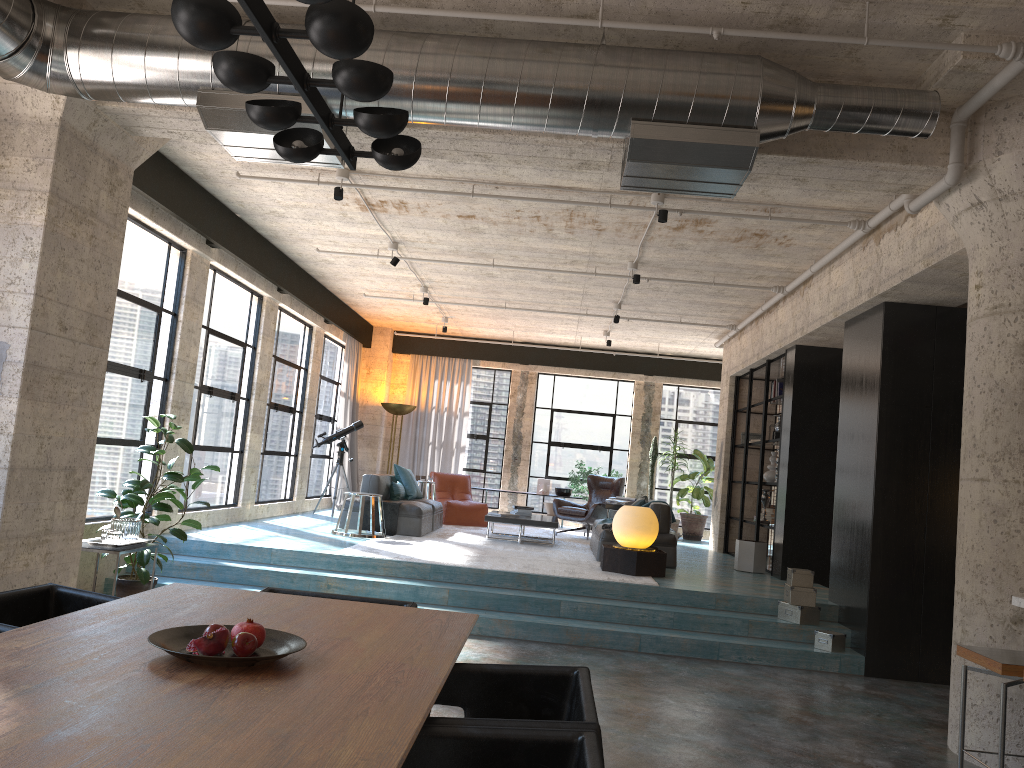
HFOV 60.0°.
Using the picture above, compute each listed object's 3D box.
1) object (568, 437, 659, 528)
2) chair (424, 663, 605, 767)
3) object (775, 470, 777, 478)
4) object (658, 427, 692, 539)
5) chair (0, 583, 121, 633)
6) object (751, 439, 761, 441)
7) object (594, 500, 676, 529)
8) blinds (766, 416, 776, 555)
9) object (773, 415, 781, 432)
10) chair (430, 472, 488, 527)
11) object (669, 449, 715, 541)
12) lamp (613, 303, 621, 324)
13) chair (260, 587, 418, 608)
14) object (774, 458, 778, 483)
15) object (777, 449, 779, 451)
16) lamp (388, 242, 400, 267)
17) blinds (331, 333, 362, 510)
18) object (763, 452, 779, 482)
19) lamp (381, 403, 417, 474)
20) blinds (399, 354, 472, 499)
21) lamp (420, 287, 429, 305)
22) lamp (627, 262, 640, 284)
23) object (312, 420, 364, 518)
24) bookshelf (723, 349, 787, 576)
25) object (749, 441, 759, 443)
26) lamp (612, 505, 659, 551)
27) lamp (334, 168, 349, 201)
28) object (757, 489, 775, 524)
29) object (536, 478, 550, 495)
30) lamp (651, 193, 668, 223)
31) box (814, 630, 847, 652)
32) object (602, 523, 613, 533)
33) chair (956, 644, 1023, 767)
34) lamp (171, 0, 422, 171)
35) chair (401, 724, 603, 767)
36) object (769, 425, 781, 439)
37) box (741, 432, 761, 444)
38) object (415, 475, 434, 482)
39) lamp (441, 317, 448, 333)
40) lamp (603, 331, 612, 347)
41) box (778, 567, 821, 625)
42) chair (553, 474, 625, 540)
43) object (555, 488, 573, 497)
[{"bbox_3d":[1.773,1.703,15.383,1.641,1.708,0.971,8,-6,-21],"label":"object"},{"bbox_3d":[-0.031,1.249,2.587,0.754,0.738,0.707,5,-5,3],"label":"chair"},{"bbox_3d":[3.528,1.126,11.721,0.062,0.395,0.121,5,-5,6],"label":"object"},{"bbox_3d":[2.673,1.662,14.890,0.629,1.863,0.523,8,-6,-28],"label":"object"},{"bbox_3d":[-1.705,1.145,3.162,0.754,0.738,0.707,5,-6,8],"label":"chair"},{"bbox_3d":[3.359,0.769,11.982,0.166,0.024,0.227,7,-6,-18],"label":"object"},{"bbox_3d":[1.504,1.601,10.720,0.985,0.438,0.444,2,-6,29],"label":"object"},{"bbox_3d":[3.737,1.267,11.393,0.136,3.160,2.915,5,-5,3],"label":"blinds"},{"bbox_3d":[3.544,0.614,11.747,0.180,0.394,0.178,6,-5,-3],"label":"object"},{"bbox_3d":[-0.848,1.767,13.638,0.801,0.759,0.920,8,-6,-27],"label":"chair"},{"bbox_3d":[3.172,1.902,15.211,0.817,1.543,0.921,8,-6,-27],"label":"object"},{"bbox_3d":[1.387,-0.925,11.688,0.107,0.252,0.144,2,-7,35],"label":"lamp"},{"bbox_3d":[-0.810,1.281,3.697,0.707,0.738,0.754,5,-5,3],"label":"chair"},{"bbox_3d":[3.246,1.057,10.798,0.099,0.301,0.099,6,-5,-2],"label":"object"},{"bbox_3d":[3.487,1.066,11.396,0.192,0.447,0.191,10,-7,-39],"label":"object"},{"bbox_3d":[-1.270,-1.384,9.533,0.144,0.252,0.107,7,-6,-13],"label":"lamp"},{"bbox_3d":[-2.624,0.580,14.738,0.384,2.985,1.131,5,-5,3],"label":"blinds"},{"bbox_3d":[3.549,1.138,12.024,0.265,0.432,0.265,10,-7,-42],"label":"object"},{"bbox_3d":[-2.027,1.259,15.113,0.619,1.822,0.619,5,-5,3],"label":"lamp"},{"bbox_3d":[-1.396,0.804,15.770,1.187,2.986,0.404,5,-5,4],"label":"blinds"},{"bbox_3d":[-1.171,-1.169,11.820,0.107,0.223,0.143,1,-7,37],"label":"lamp"},{"bbox_3d":[1.288,-1.174,9.395,0.141,0.215,0.107,7,-6,-14],"label":"lamp"},{"bbox_3d":[-2.486,1.177,12.523,0.617,1.406,0.595,5,-5,4],"label":"object"},{"bbox_3d":[3.401,1.045,11.426,0.628,2.571,2.900,5,-5,3],"label":"bookshelf"},{"bbox_3d":[3.348,0.797,11.985,0.179,0.034,0.243,7,-6,-19],"label":"object"},{"bbox_3d":[1.234,1.436,8.868,0.462,0.417,0.462,2,-6,31],"label":"lamp"},{"bbox_3d":[-1.395,-1.624,7.249,0.107,0.236,0.145,7,-6,-14],"label":"lamp"},{"bbox_3d":[3.179,1.538,11.138,0.218,0.433,0.218,6,-5,-5],"label":"object"},{"bbox_3d":[0.532,1.738,15.015,0.214,0.259,0.154,5,-5,3],"label":"object"},{"bbox_3d":[1.176,-1.405,7.098,0.141,0.215,0.107,7,-6,-14],"label":"lamp"},{"bbox_3d":[2.584,2.088,7.204,0.187,0.140,0.172,9,-7,-34],"label":"box"},{"bbox_3d":[1.211,1.624,9.829,0.433,0.185,0.429,5,-5,-1],"label":"object"},{"bbox_3d":[2.421,1.655,4.197,0.450,0.698,0.450,5,-5,3],"label":"chair"},{"bbox_3d":[-0.623,-1.579,2.738,0.583,1.327,1.813,5,-5,3],"label":"lamp"},{"bbox_3d":[-0.073,1.175,1.858,0.754,0.738,0.707,5,-5,3],"label":"chair"},{"bbox_3d":[3.289,0.607,10.946,0.200,0.200,0.409,4,-6,13],"label":"object"},{"bbox_3d":[3.351,0.771,12.364,0.306,0.157,0.312,4,-6,13],"label":"box"},{"bbox_3d":[-1.265,1.378,12.937,0.206,0.096,0.287,0,-8,43],"label":"object"},{"bbox_3d":[-1.069,-0.937,14.133,0.107,0.223,0.143,3,-6,26],"label":"lamp"},{"bbox_3d":[1.501,-0.709,13.972,0.143,0.223,0.107,4,-6,16],"label":"lamp"},{"bbox_3d":[2.458,1.808,7.576,0.280,0.441,0.331,6,-6,-8],"label":"box"},{"bbox_3d":[1.190,1.816,13.174,0.820,0.940,0.975,0,-7,43],"label":"chair"},{"bbox_3d":[0.878,1.848,15.142,0.307,0.129,0.307,0,-7,42],"label":"object"}]
